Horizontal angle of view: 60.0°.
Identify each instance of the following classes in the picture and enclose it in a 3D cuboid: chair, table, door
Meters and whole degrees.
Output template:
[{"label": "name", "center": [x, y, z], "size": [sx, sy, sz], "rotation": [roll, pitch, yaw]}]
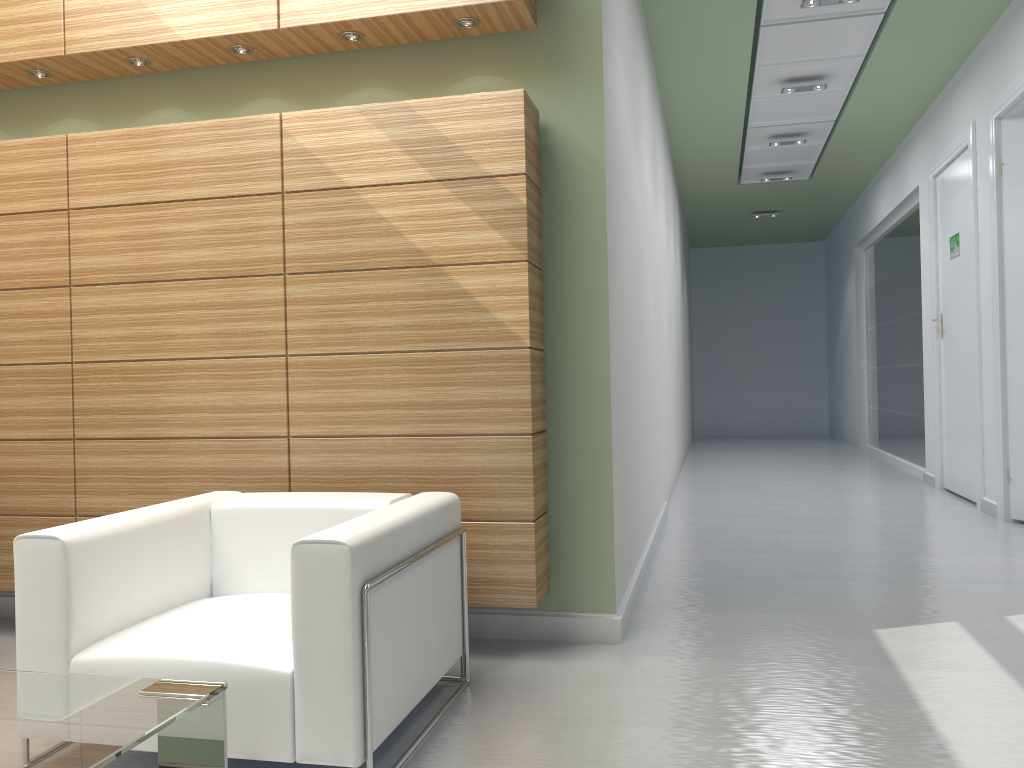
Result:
[{"label": "chair", "center": [-1.398, 1.329, 5.052], "size": [1.894, 1.234, 1.802], "rotation": [-1, 0, 13]}, {"label": "table", "center": [-2.220, 1.567, 2.608], "size": [1.783, 0.742, 2.197], "rotation": [-1, 0, 13]}, {"label": "door", "center": [6.746, -0.845, 13.508], "size": [0.250, 5.083, 2.089], "rotation": [-1, 0, 13]}, {"label": "door", "center": [6.599, -0.842, 10.253], "size": [0.134, 5.083, 2.089], "rotation": [-1, 0, -17]}]

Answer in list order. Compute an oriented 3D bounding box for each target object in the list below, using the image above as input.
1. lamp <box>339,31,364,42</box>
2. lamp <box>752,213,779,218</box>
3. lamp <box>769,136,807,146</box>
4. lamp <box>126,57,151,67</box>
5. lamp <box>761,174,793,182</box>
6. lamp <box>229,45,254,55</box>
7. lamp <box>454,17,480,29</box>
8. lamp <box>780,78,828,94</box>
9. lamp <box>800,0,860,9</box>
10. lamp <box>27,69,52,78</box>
[{"label": "lamp", "center": [-1.187, -2.596, 6.566], "size": [0.181, 0.074, 0.181], "rotation": [-1, 0, -26]}, {"label": "lamp", "center": [6.775, -4.558, 23.717], "size": [0.657, 0.159, 0.286], "rotation": [-1, 0, 13]}, {"label": "lamp", "center": [5.093, -4.521, 16.396], "size": [0.657, 0.159, 0.286], "rotation": [-1, 0, 13]}, {"label": "lamp", "center": [-2.935, -2.555, 6.968], "size": [0.181, 0.074, 0.181], "rotation": [-1, 0, -26]}, {"label": "lamp", "center": [5.775, -4.536, 19.366], "size": [0.657, 0.159, 0.286], "rotation": [-1, 0, 13]}, {"label": "lamp", "center": [-2.067, -2.575, 6.768], "size": [0.181, 0.074, 0.181], "rotation": [-1, 0, 7]}, {"label": "lamp", "center": [-0.324, -2.617, 6.368], "size": [0.181, 0.074, 0.181], "rotation": [-1, 0, 7]}, {"label": "lamp", "center": [4.391, -4.505, 13.342], "size": [0.657, 0.159, 0.286], "rotation": [-1, 0, 13]}, {"label": "lamp", "center": [3.677, -4.490, 10.235], "size": [0.657, 0.159, 0.286], "rotation": [-1, 0, 13]}, {"label": "lamp", "center": [-3.821, -2.533, 7.172], "size": [0.181, 0.074, 0.181], "rotation": [-1, 0, 7]}]
